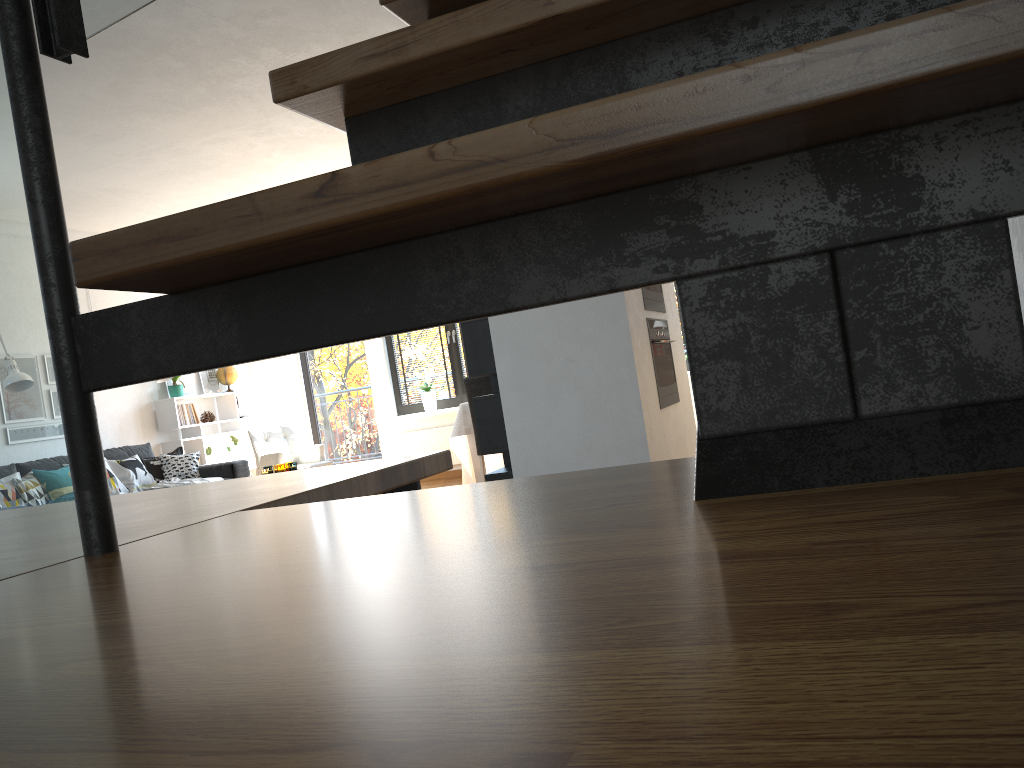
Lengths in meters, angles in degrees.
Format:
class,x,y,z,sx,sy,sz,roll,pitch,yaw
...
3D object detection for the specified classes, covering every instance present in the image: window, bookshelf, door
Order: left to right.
class,x,y,z,sx,sy,sz,roll,pitch,yaw
bookshelf,-2.980,0.706,8.902,0.238,1.200,1.189,-9,0,20
door,-1.875,0.019,9.734,0.977,2.275,0.119,-9,1,20
bookshelf,0.137,0.222,5.065,0.238,1.200,1.189,-9,0,20
window,1.600,-0.885,8.424,1.562,1.588,0.119,-9,1,20
window,4.285,0.966,20.088,21.805,18.373,12.985,-9,0,-40

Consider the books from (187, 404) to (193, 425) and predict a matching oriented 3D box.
class,x,y,z,sx,sy,sz,roll,pitch,yaw
books,-3.160,0.304,8.561,0.131,0.204,0.035,-9,1,20

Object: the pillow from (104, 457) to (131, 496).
class,x,y,z,sx,sy,sz,roll,pitch,yaw
pillow,-3.266,0.775,7.052,0.285,0.368,0.436,-9,0,20

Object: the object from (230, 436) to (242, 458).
class,x,y,z,sx,sy,sz,roll,pitch,yaw
object,-2.858,0.647,9.201,0.098,0.236,0.097,-9,0,7

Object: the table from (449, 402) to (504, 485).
class,x,y,z,sx,sy,sz,roll,pitch,yaw
table,0.537,0.391,7.346,1.858,0.763,1.234,-9,0,21

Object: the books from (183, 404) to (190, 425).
class,x,y,z,sx,sy,sz,roll,pitch,yaw
books,-3.177,0.304,8.513,0.135,0.208,0.048,-9,0,20

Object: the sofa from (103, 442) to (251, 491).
class,x,y,z,sx,sy,sz,roll,pitch,yaw
sofa,-2.709,0.857,6.646,2.165,0.848,2.506,-9,0,20

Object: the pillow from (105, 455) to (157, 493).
class,x,y,z,sx,sy,sz,roll,pitch,yaw
pillow,-3.145,0.753,7.373,0.266,0.318,0.382,-9,0,20

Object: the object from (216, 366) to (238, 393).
class,x,y,z,sx,sy,sz,roll,pitch,yaw
object,-2.969,-0.056,9.258,0.216,0.305,0.216,-9,0,37

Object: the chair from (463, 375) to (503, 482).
class,x,y,z,sx,sy,sz,roll,pitch,yaw
chair,0.005,0.373,6.973,0.462,0.960,0.544,-9,0,25

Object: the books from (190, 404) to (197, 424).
class,x,y,z,sx,sy,sz,roll,pitch,yaw
books,-3.141,0.299,8.616,0.128,0.211,0.061,-9,0,21

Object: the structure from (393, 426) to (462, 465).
class,x,y,z,sx,sy,sz,roll,pitch,yaw
structure,-0.520,0.644,9.020,1.458,0.459,0.078,-9,0,19

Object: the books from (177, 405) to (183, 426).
class,x,y,z,sx,sy,sz,roll,pitch,yaw
books,-3.208,0.311,8.425,0.136,0.210,0.033,-9,1,21

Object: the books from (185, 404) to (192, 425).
class,x,y,z,sx,sy,sz,roll,pitch,yaw
books,-3.167,0.303,8.539,0.133,0.209,0.044,-9,1,20

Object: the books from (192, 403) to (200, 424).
class,x,y,z,sx,sy,sz,roll,pitch,yaw
books,-3.127,0.297,8.645,0.132,0.204,0.070,-9,0,21

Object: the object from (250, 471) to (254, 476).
class,x,y,z,sx,sy,sz,roll,pitch,yaw
object,-2.764,1.033,9.316,0.118,0.246,0.126,-9,0,27

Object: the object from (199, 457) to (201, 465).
class,x,y,z,sx,sy,sz,roll,pitch,yaw
object,-3.035,0.741,8.576,0.039,0.099,0.039,-9,0,16

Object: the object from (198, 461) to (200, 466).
class,x,y,z,sx,sy,sz,roll,pitch,yaw
object,-3.029,0.768,8.530,0.040,0.044,0.040,-9,0,-44

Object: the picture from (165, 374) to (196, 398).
class,x,y,z,sx,sy,sz,roll,pitch,yaw
picture,-3.297,-0.123,8.721,0.059,0.532,0.389,-9,0,20

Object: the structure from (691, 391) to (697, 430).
class,x,y,z,sx,sy,sz,roll,pitch,yaw
structure,1.609,0.303,8.231,1.458,0.459,0.078,-9,0,21

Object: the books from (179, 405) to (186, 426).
class,x,y,z,sx,sy,sz,roll,pitch,yaw
books,-3.194,0.307,8.461,0.136,0.209,0.044,-9,1,20

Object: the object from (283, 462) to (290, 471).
class,x,y,z,sx,sy,sz,roll,pitch,yaw
object,-1.833,0.685,7.292,0.079,0.081,0.079,-9,0,15

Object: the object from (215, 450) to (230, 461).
class,x,y,z,sx,sy,sz,roll,pitch,yaw
object,-2.925,0.726,8.960,0.134,0.097,0.132,-9,0,-10

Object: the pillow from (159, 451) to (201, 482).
class,x,y,z,sx,sy,sz,roll,pitch,yaw
pillow,-2.860,0.738,7.698,0.357,0.312,0.170,-9,0,-29

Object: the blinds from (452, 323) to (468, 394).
class,x,y,z,sx,sy,sz,roll,pitch,yaw
blinds,-0.301,-0.624,9.085,0.711,1.422,0.049,-9,1,20

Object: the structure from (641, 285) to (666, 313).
class,x,y,z,sx,sy,sz,roll,pitch,yaw
structure,0.742,-0.615,4.679,0.052,0.462,0.585,-9,0,20

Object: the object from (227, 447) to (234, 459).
class,x,y,z,sx,sy,sz,roll,pitch,yaw
object,-2.897,0.702,9.095,0.072,0.137,0.072,-9,0,0

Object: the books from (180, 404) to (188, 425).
class,x,y,z,sx,sy,sz,roll,pitch,yaw
books,-3.182,0.304,8.485,0.133,0.210,0.044,-9,1,21

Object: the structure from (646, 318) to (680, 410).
class,x,y,z,sx,sy,sz,roll,pitch,yaw
structure,0.820,-0.118,4.683,0.052,0.462,0.585,-9,0,20

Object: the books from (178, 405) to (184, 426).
class,x,y,z,sx,sy,sz,roll,pitch,yaw
books,-3.201,0.307,8.440,0.129,0.209,0.035,-9,1,20

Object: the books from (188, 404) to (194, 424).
class,x,y,z,sx,sy,sz,roll,pitch,yaw
books,-3.154,0.301,8.582,0.133,0.208,0.044,-9,1,21

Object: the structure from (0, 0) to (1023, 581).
class,x,y,z,sx,sy,sz,roll,pitch,yaw
structure,-0.289,-1.038,2.036,2.687,4.132,4.578,-9,0,19

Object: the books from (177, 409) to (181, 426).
class,x,y,z,sx,sy,sz,roll,pitch,yaw
books,-3.214,0.310,8.403,0.129,0.205,0.043,-9,1,20

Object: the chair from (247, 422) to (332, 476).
class,x,y,z,sx,sy,sz,roll,pitch,yaw
chair,-2.145,0.786,8.566,0.685,0.832,0.544,-9,0,45

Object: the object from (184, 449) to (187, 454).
class,x,y,z,sx,sy,sz,roll,pitch,yaw
object,-3.158,0.710,8.468,0.109,0.197,0.108,-9,0,31

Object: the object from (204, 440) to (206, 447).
class,x,y,z,sx,sy,sz,roll,pitch,yaw
object,-3.068,0.677,8.837,0.051,0.238,0.051,-9,1,38

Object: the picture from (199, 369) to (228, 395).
class,x,y,z,sx,sy,sz,roll,pitch,yaw
picture,-3.124,-0.147,9.199,0.059,0.532,0.389,-9,0,20

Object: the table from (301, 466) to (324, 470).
class,x,y,z,sx,sy,sz,roll,pitch,yaw
table,-1.931,0.947,6.917,0.570,0.409,1.178,-9,0,20

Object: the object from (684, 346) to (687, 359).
class,x,y,z,sx,sy,sz,roll,pitch,yaw
object,1.715,-0.264,8.183,0.380,0.309,0.371,-9,0,-5

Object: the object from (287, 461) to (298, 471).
class,x,y,z,sx,sy,sz,roll,pitch,yaw
object,-1.779,0.676,7.203,0.079,0.081,0.079,-9,0,15

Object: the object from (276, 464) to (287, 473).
class,x,y,z,sx,sy,sz,roll,pitch,yaw
object,-1.855,0.688,7.145,0.079,0.081,0.079,-9,0,15

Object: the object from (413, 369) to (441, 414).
class,x,y,z,sx,sy,sz,roll,pitch,yaw
object,-0.870,0.081,9.150,0.286,0.444,0.340,-9,0,8

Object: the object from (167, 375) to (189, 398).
class,x,y,z,sx,sy,sz,roll,pitch,yaw
object,-3.244,-0.050,8.525,0.387,0.372,0.424,-9,0,7

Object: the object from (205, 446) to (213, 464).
class,x,y,z,sx,sy,sz,roll,pitch,yaw
object,-2.981,0.695,8.688,0.088,0.173,0.088,-9,0,36

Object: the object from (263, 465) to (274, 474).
class,x,y,z,sx,sy,sz,roll,pitch,yaw
object,-1.972,0.707,7.189,0.079,0.081,0.079,-9,0,15

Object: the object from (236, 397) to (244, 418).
class,x,y,z,sx,sy,sz,roll,pitch,yaw
object,-2.896,0.252,9.386,0.066,0.230,0.075,-9,0,0

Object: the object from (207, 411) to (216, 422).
class,x,y,z,sx,sy,sz,roll,pitch,yaw
object,-3.036,0.328,8.924,0.096,0.125,0.101,-9,0,35

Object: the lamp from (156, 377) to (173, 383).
class,x,y,z,sx,sy,sz,roll,pitch,yaw
lamp,-3.325,-0.314,7.847,0.698,0.670,0.200,-9,0,11

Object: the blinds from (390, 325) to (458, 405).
class,x,y,z,sx,sy,sz,roll,pitch,yaw
blinds,-0.972,-0.517,9.334,0.711,1.422,0.049,-9,1,20

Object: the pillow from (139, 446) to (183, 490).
class,x,y,z,sx,sy,sz,roll,pitch,yaw
pillow,-3.048,0.752,7.707,0.449,0.358,0.234,-9,0,-44

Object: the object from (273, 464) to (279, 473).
class,x,y,z,sx,sy,sz,roll,pitch,yaw
object,-1.901,0.696,7.221,0.079,0.081,0.079,-9,0,15

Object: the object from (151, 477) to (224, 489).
class,x,y,z,sx,sy,sz,roll,pitch,yaw
object,-2.732,0.877,7.316,0.606,0.212,0.488,-9,0,16

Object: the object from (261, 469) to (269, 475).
class,x,y,z,sx,sy,sz,roll,pitch,yaw
object,-1.980,0.718,7.113,0.060,0.061,0.059,-9,0,25

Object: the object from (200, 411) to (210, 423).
class,x,y,z,sx,sy,sz,roll,pitch,yaw
object,-3.066,0.331,8.849,0.102,0.127,0.095,-9,0,-25
